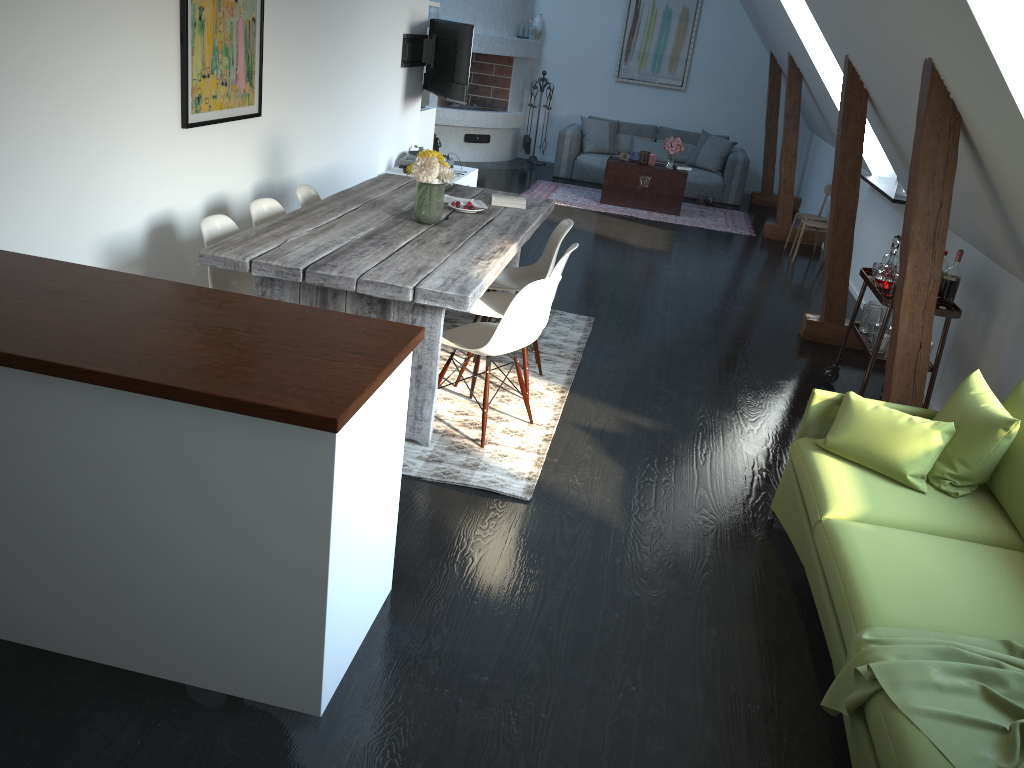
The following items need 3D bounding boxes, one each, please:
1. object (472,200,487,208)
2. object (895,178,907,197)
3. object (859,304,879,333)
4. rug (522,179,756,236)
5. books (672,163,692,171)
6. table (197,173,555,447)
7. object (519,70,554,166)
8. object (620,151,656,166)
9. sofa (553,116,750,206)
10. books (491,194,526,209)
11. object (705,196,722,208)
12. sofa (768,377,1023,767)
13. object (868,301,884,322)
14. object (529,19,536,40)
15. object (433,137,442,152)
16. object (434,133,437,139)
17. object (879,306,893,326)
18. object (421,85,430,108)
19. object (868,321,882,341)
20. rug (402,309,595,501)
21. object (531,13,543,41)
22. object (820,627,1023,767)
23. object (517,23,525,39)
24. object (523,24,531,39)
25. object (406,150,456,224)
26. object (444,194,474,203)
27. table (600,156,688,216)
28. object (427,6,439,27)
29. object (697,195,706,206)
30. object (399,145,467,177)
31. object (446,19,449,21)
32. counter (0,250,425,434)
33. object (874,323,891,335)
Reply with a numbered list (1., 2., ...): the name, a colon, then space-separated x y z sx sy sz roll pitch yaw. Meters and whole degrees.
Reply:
1. object: -0.243 -1.051 5.151 0.182 0.014 0.185 1 23 -17
2. object: 2.934 -1.650 6.630 0.309 0.461 0.131 18 24 24
3. object: 2.038 -0.372 5.080 0.087 0.155 0.087 0 23 -18
4. rug: 1.465 -2.073 10.307 2.647 0.029 1.512 11 22 7
5. books: 1.927 -2.482 10.132 0.179 0.034 0.243 2 23 -13
6. table: -0.547 -0.505 4.771 1.141 0.788 2.421 11 22 7
7. object: 0.364 -3.672 12.231 0.376 1.245 0.376 3 23 -11
8. object: 1.453 -2.598 10.126 0.413 0.138 0.215 15 23 18
9. sofa: 1.853 -3.006 11.719 2.458 0.770 1.107 11 22 7
10. books: -0.020 -1.108 5.329 0.202 0.042 0.251 6 22 -4
11. object: 2.517 -2.272 11.041 0.101 0.090 0.277 -7 26 -33
12. sofa: 1.399 0.629 2.599 0.898 0.825 2.093 10 22 6
13. object: 2.097 -0.396 5.157 0.087 0.155 0.087 0 23 -18
14. object: 0.264 -4.741 11.851 0.081 0.258 0.150 26 28 38
15. object: -1.106 -3.000 11.339 0.384 0.313 0.384 22 26 31
16. object: -1.112 -3.072 11.293 0.240 0.370 0.270 11 22 7
17. object: 2.142 -0.358 5.078 0.087 0.155 0.087 0 23 -18
18. object: -1.044 -2.727 8.354 0.435 0.211 0.496 11 22 7
19. object: 2.031 -0.290 4.949 0.092 0.099 0.092 2 23 -13
20. rug: -0.604 -0.160 4.935 1.898 0.022 2.677 11 22 7
21. object: 0.341 -4.817 12.003 0.165 0.368 0.165 0 23 -19
22. object: 1.166 0.809 2.024 0.722 0.493 0.711 9 22 3
23. object: 0.118 -4.618 11.601 0.092 0.180 0.092 23 27 33
24. object: 0.192 -4.664 11.738 0.092 0.180 0.092 20 25 28
25. object: -0.420 -1.002 4.501 0.233 0.365 0.293 -1 24 -20
26. object: -0.322 -1.073 5.175 0.182 0.016 0.179 9 22 2
27. table: 1.520 -2.280 10.194 0.962 0.492 0.471 11 22 7
28. object: -0.987 -4.515 10.947 0.158 0.274 0.158 -12 29 -39
29. object: 2.358 -2.289 11.030 0.101 0.090 0.277 6 22 -4
30. object: -0.683 -1.931 7.703 0.558 0.162 0.742 10 22 5
31. object: -0.811 -4.463 11.002 0.161 0.114 0.064 12 22 10
32. counter: -0.546 0.387 1.255 3.365 0.038 3.085 11 22 7
33. object: 2.018 -0.260 4.846 0.095 0.119 0.095 -5 25 -28
